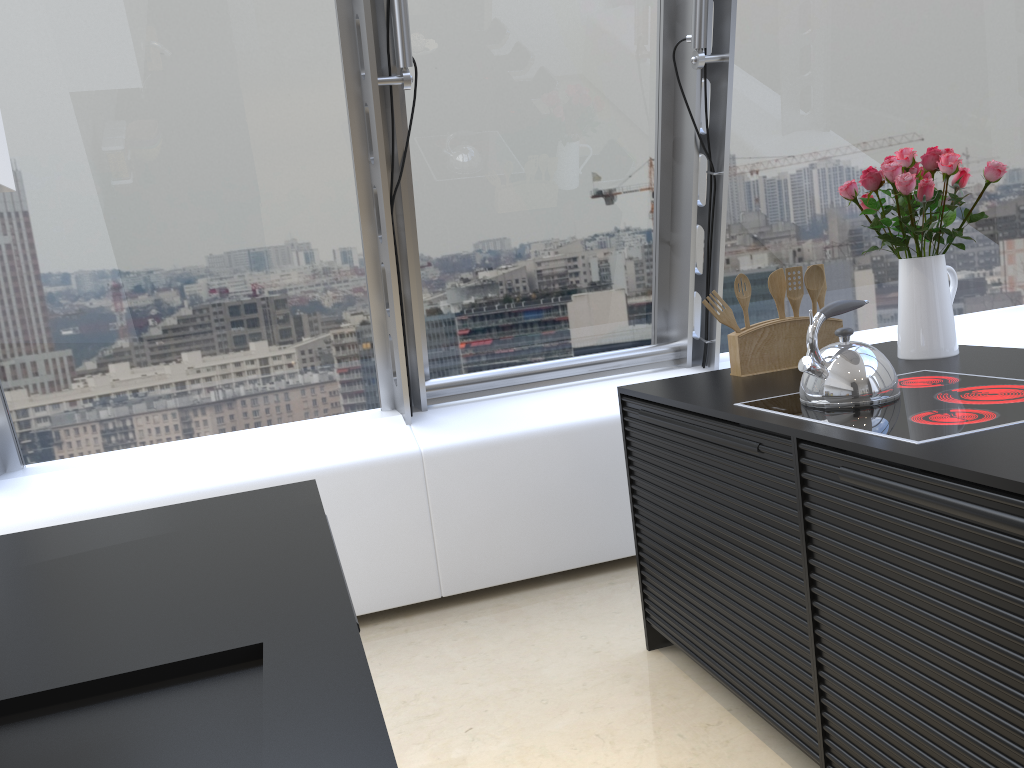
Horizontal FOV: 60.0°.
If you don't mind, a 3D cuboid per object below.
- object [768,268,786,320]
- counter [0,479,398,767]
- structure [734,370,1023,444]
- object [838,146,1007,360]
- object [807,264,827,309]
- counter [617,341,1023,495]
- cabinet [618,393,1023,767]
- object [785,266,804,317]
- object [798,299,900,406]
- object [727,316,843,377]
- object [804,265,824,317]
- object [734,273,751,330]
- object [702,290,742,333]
[{"bbox_3d":[0.818,-0.199,2.680,0.061,0.299,0.040,-9,7,-16],"label":"object"},{"bbox_3d":[-0.310,0.443,0.031,0.804,0.025,3.738,-9,7,-15],"label":"counter"},{"bbox_3d":[0.900,0.054,1.944,0.562,0.041,0.640,-9,7,-15],"label":"structure"},{"bbox_3d":[1.164,-0.374,2.523,0.350,0.596,0.327,-8,7,-8],"label":"object"},{"bbox_3d":[0.948,-0.219,2.713,0.057,0.294,0.030,-9,7,-14],"label":"object"},{"bbox_3d":[1.314,0.106,1.042,1.006,0.018,3.800,-9,7,-15],"label":"counter"},{"bbox_3d":[1.367,0.527,1.095,1.007,0.838,3.800,-9,7,-15],"label":"cabinet"},{"bbox_3d":[0.856,-0.202,2.669,0.057,0.299,0.019,-9,7,-14],"label":"object"},{"bbox_3d":[0.778,-0.083,2.068,0.221,0.230,0.221,-5,7,17],"label":"object"},{"bbox_3d":[0.830,-0.120,2.680,0.353,0.157,0.084,-9,7,-14],"label":"object"},{"bbox_3d":[0.917,-0.212,2.687,0.068,0.298,0.039,-9,7,-14],"label":"object"},{"bbox_3d":[0.704,-0.182,2.652,0.055,0.299,0.027,-9,7,-14],"label":"object"},{"bbox_3d":[0.671,-0.159,2.644,0.199,0.259,0.016,-8,7,-3],"label":"object"}]
